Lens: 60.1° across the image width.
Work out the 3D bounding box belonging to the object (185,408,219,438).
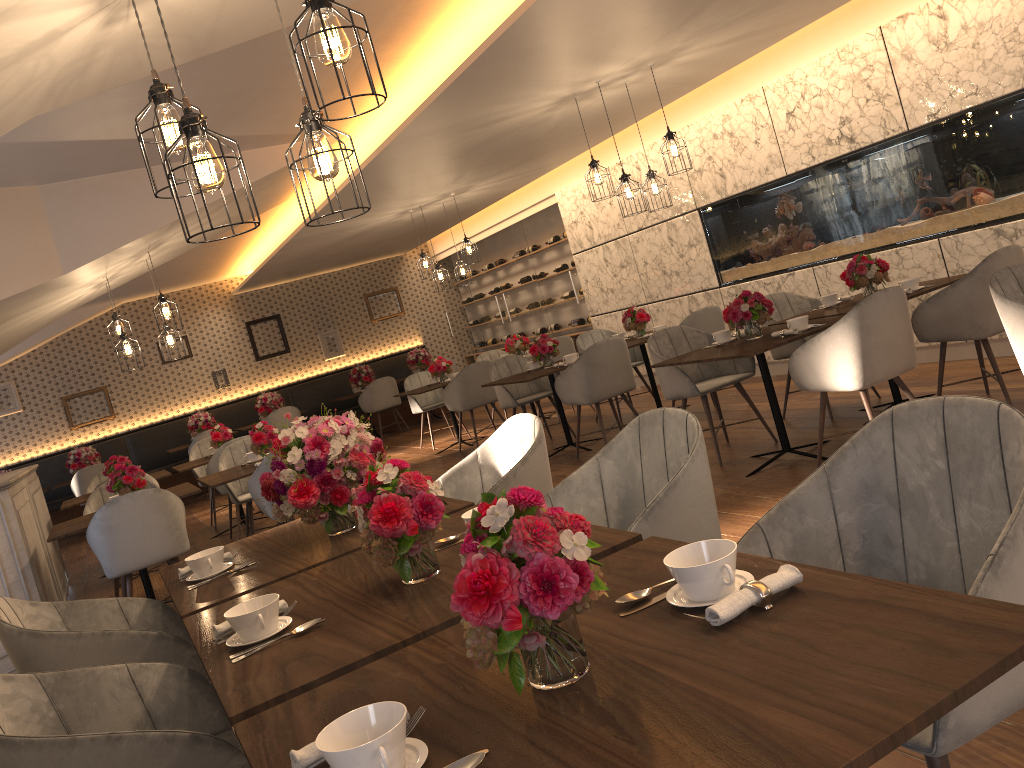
[{"bbox_3d":[-4.267,0.563,12.190,0.403,0.425,0.422,-15,3,18],"label":"object"}]

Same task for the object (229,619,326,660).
[{"bbox_3d":[-0.505,0.549,1.915,0.212,0.004,0.022,-18,5,-26],"label":"object"}]

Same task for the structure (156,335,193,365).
[{"bbox_3d":[-4.952,-0.500,13.004,0.452,0.344,0.015,-18,2,-26],"label":"structure"}]

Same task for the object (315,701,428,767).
[{"bbox_3d":[-0.189,0.484,1.168,0.147,0.072,0.149,-15,4,17],"label":"object"}]

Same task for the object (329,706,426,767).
[{"bbox_3d":[-0.208,0.509,1.244,0.194,0.024,0.025,-18,4,-26],"label":"object"}]

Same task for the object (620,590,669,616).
[{"bbox_3d":[0.274,0.358,1.525,0.212,0.004,0.022,-18,5,-26],"label":"object"}]

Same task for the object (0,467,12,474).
[{"bbox_3d":[-6.361,1.258,11.035,0.403,0.425,0.422,-15,3,17],"label":"object"}]

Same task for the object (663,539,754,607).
[{"bbox_3d":[0.321,0.314,1.466,0.147,0.072,0.149,-15,4,17],"label":"object"}]

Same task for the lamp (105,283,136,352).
[{"bbox_3d":[-3.408,-1.275,7.128,0.176,2.068,0.174,-17,1,-24],"label":"lamp"}]

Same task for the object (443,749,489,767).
[{"bbox_3d":[-0.123,0.506,1.110,0.212,0.004,0.022,-18,5,-26],"label":"object"}]

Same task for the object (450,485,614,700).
[{"bbox_3d":[0.032,0.286,1.315,0.233,0.301,0.307,-15,3,22],"label":"object"}]

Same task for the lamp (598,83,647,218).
[{"bbox_3d":[0.592,-2.201,6.272,0.176,2.068,0.174,-17,1,-24],"label":"lamp"}]

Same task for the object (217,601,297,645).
[{"bbox_3d":[-0.589,0.551,2.049,0.194,0.024,0.025,-18,4,-26],"label":"object"}]

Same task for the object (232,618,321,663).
[{"bbox_3d":[-0.497,0.544,1.881,0.198,0.015,0.042,-19,5,-29],"label":"object"}]

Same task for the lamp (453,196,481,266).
[{"bbox_3d":[-0.709,-2.307,9.639,0.176,2.068,0.174,-17,1,-24],"label":"lamp"}]

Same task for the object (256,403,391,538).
[{"bbox_3d":[-0.615,0.279,2.909,0.423,0.425,0.403,-18,4,-37],"label":"object"}]

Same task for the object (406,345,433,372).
[{"bbox_3d":[-1.420,-0.366,13.547,0.403,0.425,0.422,-15,3,18],"label":"object"}]

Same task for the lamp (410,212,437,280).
[{"bbox_3d":[-1.215,-2.189,9.974,0.176,2.068,0.174,-17,1,-24],"label":"lamp"}]

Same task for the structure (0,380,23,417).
[{"bbox_3d":[-6.880,0.204,12.009,0.342,0.439,0.034,-17,2,-26],"label":"structure"}]

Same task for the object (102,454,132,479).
[{"bbox_3d":[-3.518,0.766,7.878,0.303,0.301,0.236,-14,4,40],"label":"object"}]

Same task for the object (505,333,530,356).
[{"bbox_3d":[0.058,-0.440,10.084,0.305,0.301,0.234,-16,3,-4],"label":"object"}]

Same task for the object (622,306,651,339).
[{"bbox_3d":[1.115,-0.560,7.857,0.235,0.301,0.304,-17,3,-24],"label":"object"}]

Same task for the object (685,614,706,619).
[{"bbox_3d":[0.353,0.336,1.391,0.194,0.024,0.025,-18,4,-26],"label":"object"}]

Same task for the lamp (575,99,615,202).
[{"bbox_3d":[0.399,-2.371,6.563,0.176,2.068,0.174,-17,1,-24],"label":"lamp"}]

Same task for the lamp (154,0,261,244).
[{"bbox_3d":[-0.980,-1.357,2.113,0.176,2.068,0.174,-17,1,-24],"label":"lamp"}]

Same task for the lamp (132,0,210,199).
[{"bbox_3d":[-1.173,-1.527,2.404,0.176,2.068,0.174,-17,1,-24],"label":"lamp"}]

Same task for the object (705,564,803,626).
[{"bbox_3d":[0.374,0.325,1.364,0.177,0.039,0.056,-18,4,-26],"label":"object"}]

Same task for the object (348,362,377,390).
[{"bbox_3d":[-2.226,-0.100,13.127,0.403,0.425,0.422,-15,3,17],"label":"object"}]

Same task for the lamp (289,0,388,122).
[{"bbox_3d":[-0.667,-1.644,2.069,0.176,2.068,0.174,-17,1,-24],"label":"lamp"}]

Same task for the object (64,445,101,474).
[{"bbox_3d":[-5.542,0.990,11.445,0.423,0.425,0.403,-18,4,-37],"label":"object"}]

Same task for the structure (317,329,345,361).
[{"bbox_3d":[-2.851,-0.623,13.995,0.342,0.439,0.034,-17,2,-26],"label":"structure"}]

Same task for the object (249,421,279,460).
[{"bbox_3d":[-1.726,0.390,6.212,0.234,0.301,0.305,-16,3,-6],"label":"object"}]

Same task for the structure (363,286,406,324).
[{"bbox_3d":[-2.075,-1.292,14.433,0.605,0.485,0.032,-18,2,-26],"label":"structure"}]

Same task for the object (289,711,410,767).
[{"bbox_3d":[-0.233,0.506,1.270,0.177,0.039,0.056,-18,4,-26],"label":"object"}]

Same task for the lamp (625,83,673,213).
[{"bbox_3d":[0.818,-2.287,6.528,0.176,2.068,0.174,-17,1,-24],"label":"lamp"}]

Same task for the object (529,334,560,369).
[{"bbox_3d":[0.281,-0.289,7.468,0.232,0.301,0.308,-14,4,42],"label":"object"}]

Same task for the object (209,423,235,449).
[{"bbox_3d":[-2.714,0.502,8.299,0.234,0.301,0.305,-16,3,-6],"label":"object"}]

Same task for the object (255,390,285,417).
[{"bbox_3d":[-3.422,0.294,12.507,0.422,0.425,0.404,-17,3,-23],"label":"object"}]

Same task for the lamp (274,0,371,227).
[{"bbox_3d":[-0.753,-1.443,2.369,0.176,2.068,0.174,-17,1,-24],"label":"lamp"}]

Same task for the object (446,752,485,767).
[{"bbox_3d":[-0.116,0.501,1.075,0.198,0.015,0.042,-19,5,-29],"label":"object"}]

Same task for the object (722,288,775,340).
[{"bbox_3d":[1.378,-0.412,5.150,0.304,0.301,0.235,-16,3,7],"label":"object"}]

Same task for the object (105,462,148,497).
[{"bbox_3d":[-2.530,0.655,5.791,0.303,0.301,0.236,-14,4,40],"label":"object"}]

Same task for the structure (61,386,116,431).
[{"bbox_3d":[-5.946,0.336,12.433,0.605,0.485,0.032,-18,2,-26],"label":"structure"}]

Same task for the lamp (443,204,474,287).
[{"bbox_3d":[-0.796,-2.105,9.939,0.176,2.068,0.174,-17,1,-24],"label":"lamp"}]

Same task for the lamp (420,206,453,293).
[{"bbox_3d":[-1.022,-2.019,9.683,0.176,2.068,0.174,-17,1,-24],"label":"lamp"}]

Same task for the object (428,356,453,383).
[{"bbox_3d":[-0.774,-0.170,9.698,0.232,0.301,0.308,-14,4,42],"label":"object"}]

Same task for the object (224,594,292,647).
[{"bbox_3d":[-0.570,0.527,1.973,0.147,0.072,0.149,-15,4,17],"label":"object"}]

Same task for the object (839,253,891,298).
[{"bbox_3d":[2.208,-0.683,5.539,0.305,0.301,0.234,-16,3,-4],"label":"object"}]

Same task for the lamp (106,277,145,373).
[{"bbox_3d":[-3.215,-1.105,6.837,0.176,2.068,0.174,-17,1,-24],"label":"lamp"}]

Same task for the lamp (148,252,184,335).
[{"bbox_3d":[-2.902,-1.393,6.792,0.176,2.068,0.174,-17,1,-24],"label":"lamp"}]

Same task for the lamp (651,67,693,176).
[{"bbox_3d":[0.905,-2.488,6.228,0.176,2.068,0.174,-17,1,-24],"label":"lamp"}]

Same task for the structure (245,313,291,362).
[{"bbox_3d":[-3.746,-0.710,13.591,0.547,0.631,0.035,-17,2,-26],"label":"structure"}]

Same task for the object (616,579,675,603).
[{"bbox_3d":[0.264,0.353,1.560,0.198,0.015,0.042,-19,5,-29],"label":"object"}]

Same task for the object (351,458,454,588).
[{"bbox_3d":[-0.252,0.308,2.081,0.234,0.301,0.305,-16,3,-6],"label":"object"}]

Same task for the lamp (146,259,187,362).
[{"bbox_3d":[-2.988,-1.191,7.092,0.176,2.068,0.174,-17,1,-24],"label":"lamp"}]

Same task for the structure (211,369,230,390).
[{"bbox_3d":[-4.351,-0.071,13.236,0.217,0.277,0.018,-17,2,-26],"label":"structure"}]
